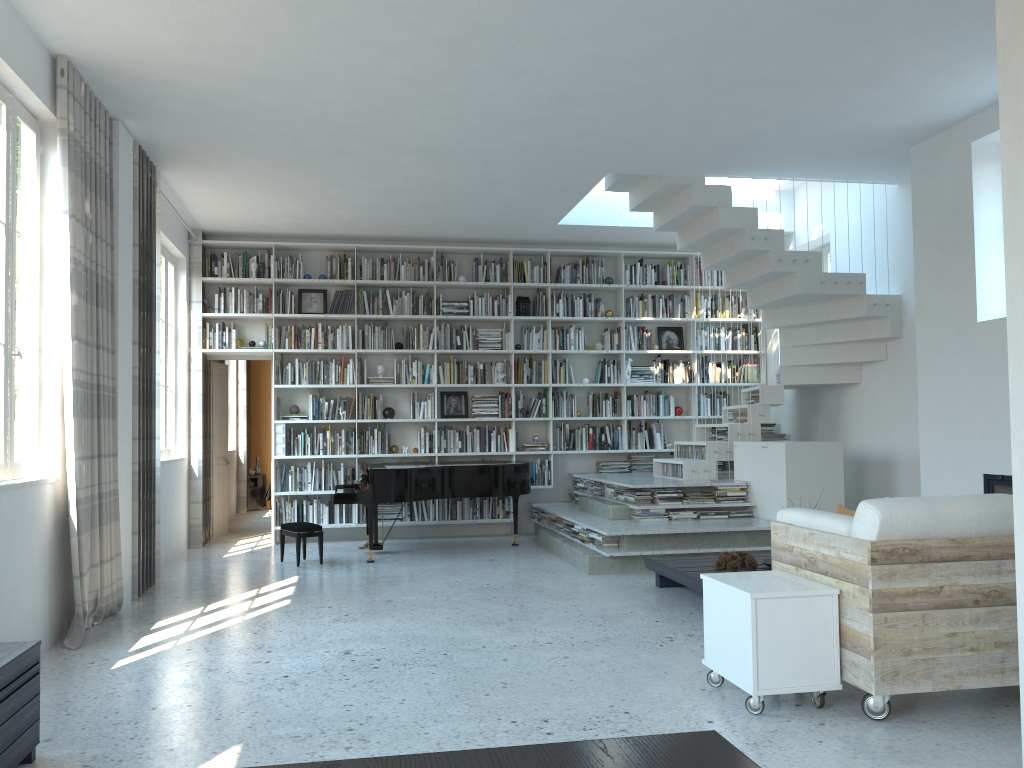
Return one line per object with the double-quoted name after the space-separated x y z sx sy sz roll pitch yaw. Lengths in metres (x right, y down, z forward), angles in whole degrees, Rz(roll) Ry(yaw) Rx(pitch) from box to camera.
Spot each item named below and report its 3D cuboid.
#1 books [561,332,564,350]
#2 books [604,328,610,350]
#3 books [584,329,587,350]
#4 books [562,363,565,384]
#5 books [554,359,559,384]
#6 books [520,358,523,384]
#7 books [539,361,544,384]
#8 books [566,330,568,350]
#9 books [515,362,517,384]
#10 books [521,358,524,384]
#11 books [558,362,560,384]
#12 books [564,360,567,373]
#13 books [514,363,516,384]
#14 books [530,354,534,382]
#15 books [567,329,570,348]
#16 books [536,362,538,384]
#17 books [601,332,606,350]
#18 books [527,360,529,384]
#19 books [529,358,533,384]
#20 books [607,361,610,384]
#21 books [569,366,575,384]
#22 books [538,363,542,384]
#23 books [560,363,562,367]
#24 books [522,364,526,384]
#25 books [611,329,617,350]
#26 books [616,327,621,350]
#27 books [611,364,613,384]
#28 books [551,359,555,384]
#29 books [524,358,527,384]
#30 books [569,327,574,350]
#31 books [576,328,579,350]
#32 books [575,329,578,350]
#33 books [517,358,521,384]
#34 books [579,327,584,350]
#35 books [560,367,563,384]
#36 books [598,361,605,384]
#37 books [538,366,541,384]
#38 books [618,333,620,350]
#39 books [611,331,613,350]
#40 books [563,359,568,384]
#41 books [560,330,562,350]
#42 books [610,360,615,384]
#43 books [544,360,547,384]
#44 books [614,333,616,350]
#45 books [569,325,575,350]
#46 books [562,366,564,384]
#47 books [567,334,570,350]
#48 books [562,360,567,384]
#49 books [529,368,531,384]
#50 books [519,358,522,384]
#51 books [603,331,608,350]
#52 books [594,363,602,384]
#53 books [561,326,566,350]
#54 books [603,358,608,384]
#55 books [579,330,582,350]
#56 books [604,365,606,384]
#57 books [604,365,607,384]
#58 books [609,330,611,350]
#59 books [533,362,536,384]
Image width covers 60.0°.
0.549 -0.466 9.924 0.026 0.215 0.161 0 -3 -11 "books"
1.072 -0.494 10.012 0.015 0.267 0.164 0 -3 -11 "books"
0.807 -0.485 9.978 0.034 0.254 0.161 0 -3 -11 "books"
0.572 -0.112 9.914 0.017 0.242 0.132 0 -2 -11 "books"
0.490 -0.131 9.871 0.013 0.279 0.192 0 -3 -11 "books"
0.094 -0.135 9.812 0.035 0.293 0.145 0 -2 -11 "books"
0.331 -0.122 9.864 0.032 0.266 0.143 0 -2 -11 "books"
0.589 -0.478 9.918 0.022 0.237 0.164 0 -3 -11 "books"
0.034 -0.111 9.831 0.013 0.246 0.176 0 -3 -11 "books"
0.104 -0.135 9.829 0.035 0.293 0.145 0 -2 -11 "books"
0.512 -0.118 9.904 0.013 0.256 0.144 0 -3 -11 "books"
0.589 -0.127 9.914 0.006 0.273 0.167 0 -3 -11 "books"
0.022 -0.110 9.817 0.014 0.244 0.145 0 -3 -11 "books"
0.217 -0.158 9.844 0.021 0.337 0.169 0 -2 -11 "books"
0.627 -0.487 9.941 0.011 0.256 0.131 0 -2 -11 "books"
0.262 -0.111 9.828 0.027 0.242 0.188 0 -3 -11 "books"
1.037 -0.470 10.023 0.015 0.220 0.140 0 -3 -11 "books"
0.157 -0.127 9.850 0.035 0.278 0.139 0 -2 -11 "books"
0.208 -0.136 9.822 0.019 0.293 0.182 0 -3 -11 "books"
1.072 -0.124 9.997 0.018 0.263 0.165 0 -3 -11 "books"
0.653 -0.096 9.905 0.051 0.210 0.176 0 -3 -11 "books"
0.306 -0.109 9.864 0.028 0.239 0.145 0 -3 -11 "books"
0.540 -0.111 9.904 0.008 0.242 0.169 0 -3 -11 "books"
0.125 -0.105 9.822 0.015 0.231 0.180 0 -3 -11 "books"
1.156 -0.489 10.023 0.016 0.256 0.176 0 -3 -11 "books"
1.203 -0.500 10.029 0.005 0.278 0.182 0 -3 -11 "books"
1.103 -0.105 9.995 0.012 0.224 0.178 0 -3 -11 "books"
0.443 -0.134 9.878 0.035 0.287 0.191 0 -3 -11 "books"
0.142 -0.136 9.824 0.019 0.294 0.164 0 -3 -11 "books"
0.652 -0.491 9.921 0.030 0.263 0.182 0 -3 -11 "books"
0.724 -0.489 9.965 0.024 0.262 0.133 0 -2 -11 "books"
0.704 -0.482 9.941 0.025 0.244 0.183 0 -3 -11 "books"
0.068 -0.135 9.811 0.035 0.293 0.145 0 -2 -11 "books"
0.773 -0.496 9.949 0.024 0.272 0.169 0 -3 -11 "books"
0.533 -0.088 9.875 0.017 0.192 0.191 0 -3 -11 "books"
1.006 -0.124 9.990 0.021 0.264 0.174 0 -3 -11 "books"
0.285 -0.092 9.840 0.034 0.204 0.181 0 -3 -11 "books"
1.193 -0.464 10.032 0.012 0.206 0.169 0 -3 -11 "books"
1.112 -0.474 10.032 0.016 0.228 0.160 0 -3 -11 "books"
0.598 -0.134 9.916 0.013 0.287 0.159 0 -2 -11 "books"
0.530 -0.476 9.919 0.013 0.236 0.157 0 -3 -11 "books"
1.118 -0.129 10.015 0.032 0.274 0.154 0 -3 -11 "books"
0.366 -0.123 9.883 0.033 0.268 0.142 0 -2 -11 "books"
1.140 -0.461 10.030 0.013 0.202 0.173 0 -3 -11 "books"
0.675 -0.506 9.952 0.027 0.295 0.159 0 -2 -11 "books"
0.551 -0.095 9.905 0.014 0.209 0.156 0 -3 -11 "books"
0.611 -0.456 9.930 0.025 0.194 0.171 0 -3 -11 "books"
0.584 -0.126 9.908 0.006 0.270 0.178 0 -3 -11 "books"
0.182 -0.078 9.855 0.030 0.181 0.131 0 -3 -11 "books"
0.079 -0.134 9.824 0.035 0.293 0.145 0 -2 -11 "books"
1.057 -0.476 10.021 0.012 0.232 0.154 0 -3 -11 "books"
0.969 -0.111 9.989 0.056 0.241 0.153 0 -3 -11 "books"
0.572 -0.499 9.910 0.014 0.280 0.177 0 -3 -11 "books"
1.047 -0.139 10.007 0.013 0.295 0.154 0 -2 -11 "books"
0.749 -0.475 9.955 0.021 0.232 0.183 0 -3 -11 "books"
1.029 -0.097 9.986 0.006 0.209 0.188 0 -3 -10 "books"
1.038 -0.102 9.988 0.013 0.219 0.187 0 -3 -11 "books"
1.085 -0.482 10.025 0.016 0.243 0.151 0 -3 -11 "books"
0.235 -0.115 9.848 0.033 0.253 0.174 0 -3 -11 "books"
